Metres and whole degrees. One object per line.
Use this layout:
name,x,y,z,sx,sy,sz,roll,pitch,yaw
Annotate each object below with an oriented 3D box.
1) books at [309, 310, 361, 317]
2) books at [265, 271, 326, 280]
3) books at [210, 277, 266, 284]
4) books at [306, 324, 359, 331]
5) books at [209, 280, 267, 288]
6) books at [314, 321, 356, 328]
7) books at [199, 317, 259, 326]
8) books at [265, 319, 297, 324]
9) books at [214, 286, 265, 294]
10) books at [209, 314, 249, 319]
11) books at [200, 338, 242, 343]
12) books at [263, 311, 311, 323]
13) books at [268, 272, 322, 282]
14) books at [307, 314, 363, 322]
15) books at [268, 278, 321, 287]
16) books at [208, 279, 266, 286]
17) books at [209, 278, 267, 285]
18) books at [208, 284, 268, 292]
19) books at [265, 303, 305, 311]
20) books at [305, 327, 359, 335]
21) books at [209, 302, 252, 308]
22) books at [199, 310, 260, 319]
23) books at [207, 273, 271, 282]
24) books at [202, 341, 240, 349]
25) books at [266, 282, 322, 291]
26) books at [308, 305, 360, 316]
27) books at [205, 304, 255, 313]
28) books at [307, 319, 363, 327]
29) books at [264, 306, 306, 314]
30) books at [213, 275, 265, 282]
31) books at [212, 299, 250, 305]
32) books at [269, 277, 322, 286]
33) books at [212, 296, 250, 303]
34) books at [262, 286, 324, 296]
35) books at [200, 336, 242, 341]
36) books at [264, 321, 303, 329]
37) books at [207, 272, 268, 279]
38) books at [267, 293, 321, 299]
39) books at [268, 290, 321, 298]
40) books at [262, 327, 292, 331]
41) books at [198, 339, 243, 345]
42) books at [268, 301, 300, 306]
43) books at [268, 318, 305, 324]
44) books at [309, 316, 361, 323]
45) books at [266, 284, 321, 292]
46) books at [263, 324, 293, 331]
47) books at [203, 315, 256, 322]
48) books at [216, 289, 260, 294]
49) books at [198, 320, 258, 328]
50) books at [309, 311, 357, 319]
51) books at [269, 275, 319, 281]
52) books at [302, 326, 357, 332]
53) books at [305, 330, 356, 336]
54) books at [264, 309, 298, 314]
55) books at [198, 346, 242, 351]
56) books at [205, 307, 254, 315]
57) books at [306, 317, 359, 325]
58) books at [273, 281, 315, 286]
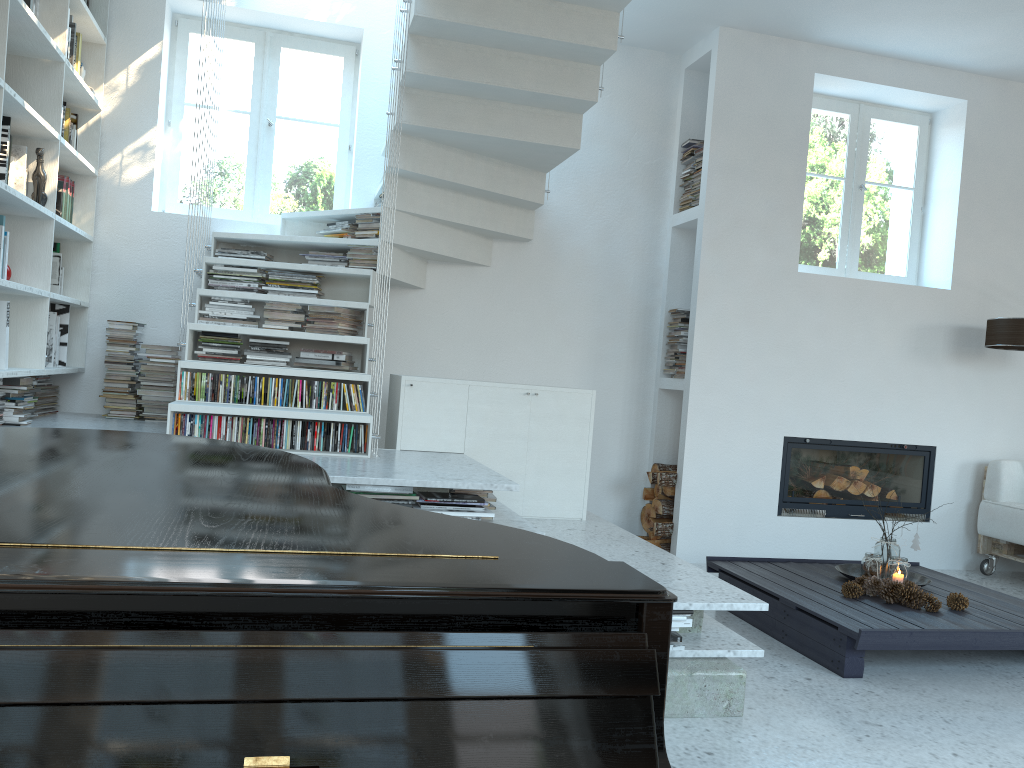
books,-0.890,-0.356,4.486,0.161,0.005,0.254,5,1,18
books,-1.138,-0.572,4.683,0.298,0.007,0.134,4,1,-5
books,-1.436,-0.542,4.681,0.268,0.006,0.170,4,1,-3
books,-0.906,-0.286,4.491,0.180,0.011,0.222,5,1,17
books,-1.438,-0.520,4.684,0.264,0.018,0.166,5,1,5
books,-0.892,-0.298,4.487,0.138,0.014,0.214,5,1,13
books,-1.440,-0.317,4.521,0.288,0.017,0.136,4,1,-16
books,-1.171,-0.313,4.498,0.155,0.013,0.139,4,1,-12
books,-1.440,-0.496,4.696,0.228,0.014,0.149,4,1,-2
books,-1.435,-0.340,4.509,0.179,0.010,0.160,4,1,-11
books,-1.411,-0.210,4.302,0.188,0.006,0.198,4,1,-18
books,-1.140,-0.339,4.503,0.222,0.036,0.178,4,1,-9
books,-1.137,-0.562,4.655,0.243,0.013,0.191,4,1,-3
books,-0.889,-0.334,4.486,0.146,0.007,0.295,5,1,20
books,-1.140,-0.532,4.661,0.254,0.007,0.176,4,1,-6
books,-1.437,-0.531,4.692,0.292,0.005,0.152,4,1,-2
books,-1.437,-0.536,4.683,0.262,0.006,0.184,4,1,1
books,-1.439,-0.507,4.683,0.275,0.009,0.176,4,1,-1
books,-1.150,-0.391,4.499,0.190,0.017,0.166,4,1,-11
books,-0.910,-0.268,4.493,0.189,0.013,0.215,5,1,18
books,-1.428,-0.398,4.497,0.203,0.011,0.173,4,1,-19
books,-1.437,-0.352,4.518,0.297,0.012,0.145,4,1,-15
books,-1.435,-0.561,4.684,0.289,0.008,0.162,5,1,5
books,-1.419,-0.188,4.326,0.181,0.022,0.140,4,1,-21
books,-1.141,-0.511,4.660,0.261,0.009,0.186,4,1,-4
books,-0.896,-0.371,4.488,0.157,0.025,0.234,5,1,23
books,-1.433,-0.385,4.513,0.239,0.017,0.149,4,1,-16
books,-0.892,-0.308,4.486,0.146,0.006,0.295,5,1,20
books,-1.150,-0.376,4.499,0.156,0.012,0.218,4,1,2
books,-1.436,-0.551,4.681,0.231,0.011,0.171,4,1,-3
books,-1.430,-0.411,4.507,0.180,0.014,0.157,4,1,-18
books,-1.140,-0.542,4.674,0.257,0.011,0.144,4,1,-7
books,-1.429,-0.425,4.510,0.180,0.014,0.157,4,1,-16
books,-1.143,-0.485,4.654,0.287,0.013,0.182,4,1,0
books,-1.415,-0.220,4.321,0.195,0.012,0.160,4,1,-17
books,-1.156,-0.298,4.501,0.177,0.014,0.199,4,1,-10
books,-1.434,-0.567,4.683,0.292,0.005,0.168,5,1,4
books,-1.147,-0.459,4.683,0.258,0.013,0.136,4,1,-2
books,-1.146,-0.472,4.683,0.249,0.014,0.130,4,1,-1
books,-1.183,-0.274,4.497,0.132,0.007,0.162,4,1,-5
books,-1.416,-0.203,4.319,0.208,0.009,0.159,4,1,-18
books,-1.154,-0.404,4.497,0.155,0.009,0.155,4,1,-14
books,-1.146,-0.320,4.502,0.181,0.005,0.188,4,1,-14
books,-0.890,-0.326,4.486,0.146,0.007,0.295,5,1,16
books,-1.142,-0.499,4.652,0.243,0.014,0.191,4,1,-1
books,-1.186,-0.286,4.496,0.128,0.016,0.184,4,1,-7
books,-1.438,-0.331,4.518,0.254,0.010,0.138,4,1,-17
books,-1.441,-0.482,4.704,0.211,0.014,0.146,4,1,1
books,-1.435,-0.299,4.497,0.287,0.018,0.190,4,1,-15
books,-0.905,-0.347,4.491,0.179,0.016,0.184,5,1,14
books,-1.138,-0.552,4.664,0.240,0.009,0.174,4,1,-5
books,-0.919,-0.278,4.496,0.189,0.007,0.254,5,1,13
books,-0.916,-0.256,4.495,0.183,0.012,0.206,5,1,13
books,-1.170,-0.365,4.496,0.129,0.012,0.159,4,1,1
books,-1.422,-0.173,4.334,0.198,0.010,0.132,4,1,-10
books,-1.436,-0.367,4.519,0.230,0.019,0.143,4,1,-15
books,-0.905,-0.318,4.491,0.171,0.011,0.232,5,1,22
books,-1.141,-0.522,4.671,0.196,0.014,0.154,4,1,-1
